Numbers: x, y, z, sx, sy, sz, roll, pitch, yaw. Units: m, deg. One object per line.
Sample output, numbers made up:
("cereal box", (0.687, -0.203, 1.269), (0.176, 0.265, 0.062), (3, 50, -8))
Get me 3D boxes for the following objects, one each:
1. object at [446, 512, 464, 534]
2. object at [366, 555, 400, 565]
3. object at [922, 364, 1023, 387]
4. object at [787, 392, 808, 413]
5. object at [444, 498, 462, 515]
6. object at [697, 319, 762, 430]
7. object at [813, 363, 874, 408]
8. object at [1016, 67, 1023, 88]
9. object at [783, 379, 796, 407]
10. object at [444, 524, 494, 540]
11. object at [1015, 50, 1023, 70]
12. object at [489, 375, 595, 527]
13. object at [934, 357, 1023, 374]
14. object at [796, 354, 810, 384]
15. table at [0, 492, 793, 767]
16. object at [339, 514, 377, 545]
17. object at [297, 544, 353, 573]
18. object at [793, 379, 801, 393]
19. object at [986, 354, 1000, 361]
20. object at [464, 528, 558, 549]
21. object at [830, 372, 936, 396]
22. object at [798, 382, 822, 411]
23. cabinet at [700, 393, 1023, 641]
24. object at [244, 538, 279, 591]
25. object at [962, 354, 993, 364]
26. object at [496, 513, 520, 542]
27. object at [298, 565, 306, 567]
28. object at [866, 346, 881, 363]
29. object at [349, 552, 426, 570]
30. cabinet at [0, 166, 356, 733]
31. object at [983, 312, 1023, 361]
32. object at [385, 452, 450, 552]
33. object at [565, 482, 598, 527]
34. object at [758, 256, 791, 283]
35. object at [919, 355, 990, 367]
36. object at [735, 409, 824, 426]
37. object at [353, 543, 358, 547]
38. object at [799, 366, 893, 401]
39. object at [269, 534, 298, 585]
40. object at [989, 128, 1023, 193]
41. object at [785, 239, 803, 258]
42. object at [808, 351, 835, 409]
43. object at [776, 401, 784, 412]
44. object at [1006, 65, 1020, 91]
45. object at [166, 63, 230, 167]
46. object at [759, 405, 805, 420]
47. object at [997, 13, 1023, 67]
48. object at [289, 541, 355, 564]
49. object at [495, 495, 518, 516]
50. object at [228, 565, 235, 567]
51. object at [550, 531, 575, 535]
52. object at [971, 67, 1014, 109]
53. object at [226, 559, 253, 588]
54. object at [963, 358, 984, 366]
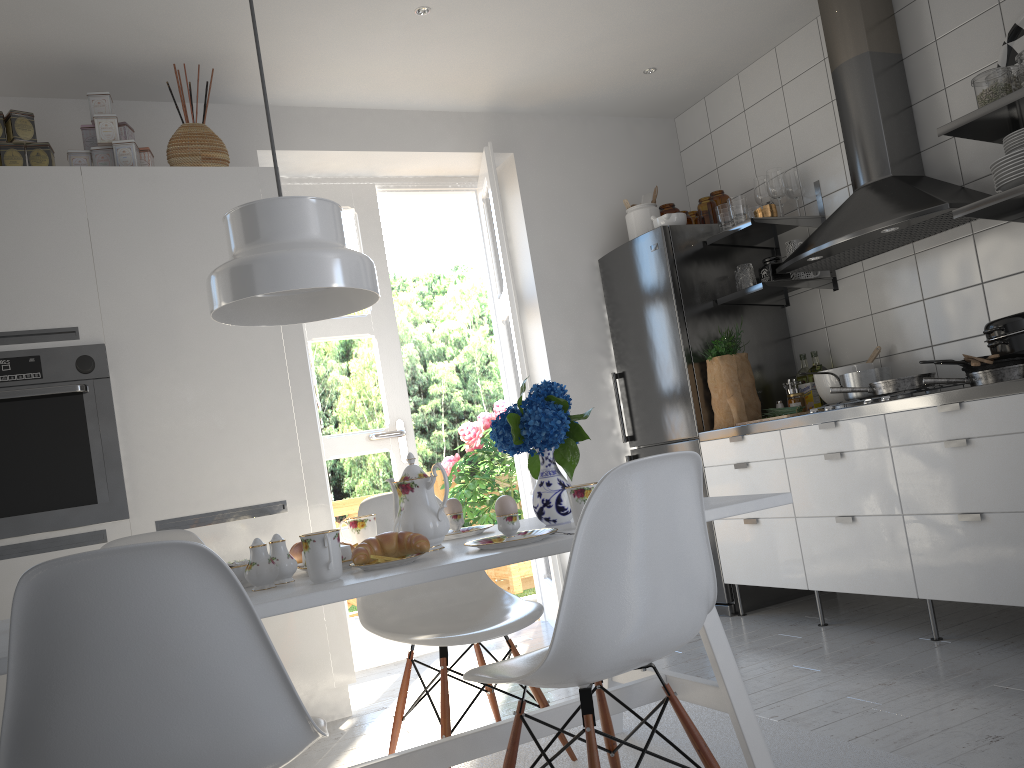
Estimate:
("object", (-0.149, 0.368, 2.333), (0.048, 0.057, 0.048), (-10, -4, 14))
("object", (-0.255, 0.353, 1.781), (0.070, 0.036, 0.109), (-8, -5, -18))
("object", (1.633, -0.027, 3.059), (0.353, 0.060, 0.232), (-14, -7, 42))
("object", (1.281, 0.093, 3.979), (0.078, 0.101, 0.078), (-11, -4, 30))
("object", (-0.155, 0.331, 2.335), (0.048, 0.063, 0.048), (-8, -4, -22))
("object", (0.995, -0.050, 4.029), (0.282, 0.508, 0.174), (-6, -4, -39))
("object", (1.451, 0.018, 3.845), (0.247, 0.175, 0.247), (-10, -5, 14))
("object", (1.663, -0.965, 2.793), (0.121, 0.079, 0.122), (-5, -6, -40))
("object", (1.280, 0.064, 4.050), (0.059, 0.172, 0.059), (-11, -4, 23))
("object", (-0.145, 0.395, 2.332), (0.200, 0.016, 0.202), (-7, -6, -21))
("object", (1.729, -1.012, 2.898), (0.121, 0.170, 0.122), (-9, -4, -7))
("object", (0.081, 0.164, 2.205), (0.235, 0.376, 0.267), (-8, -4, -24))
("object", (1.617, -0.062, 3.033), (0.348, 0.082, 0.243), (-11, -5, 15))
("object", (1.376, -0.001, 4.122), (0.066, 0.282, 0.066), (-7, -4, -31))
("table", (-0.296, 0.728, 1.965), (1.822, 0.659, 0.817), (-7, -5, -26))
("object", (-0.388, 0.390, 2.286), (0.090, 0.095, 0.078), (-7, -4, -28))
("object", (-0.409, 0.368, 1.950), (0.140, 0.083, 0.187), (-7, -5, -26))
("object", (1.320, 0.062, 4.102), (0.059, 0.172, 0.059), (-11, -4, 23))
("object", (1.611, -0.080, 2.995), (0.065, 0.021, 0.336), (-12, -6, 27))
("object", (-0.001, 0.327, 1.856), (0.200, 0.016, 0.202), (-7, -6, -21))
("object", (1.406, 0.006, 3.330), (0.353, 0.060, 0.232), (-14, -7, 42))
("object", (1.361, 0.066, 4.045), (0.043, 0.140, 0.077), (-8, -4, -26))
("cabinet", (1.885, 0.373, 2.670), (0.661, 0.793, 3.253), (-7, -5, -26))
("object", (-0.497, 0.354, 1.751), (0.065, 0.102, 0.069), (-7, -4, -26))
("object", (1.572, -0.085, 2.993), (0.059, 0.060, 0.334), (-11, -5, 21))
("object", (-0.006, 0.301, 1.858), (0.048, 0.057, 0.048), (-10, -4, 14))
("object", (-0.428, 0.385, 1.880), (0.181, 0.001, 0.022), (-13, -7, 38))
("object", (1.491, -0.031, 3.817), (0.222, 0.232, 0.080), (-11, -4, 24))
("object", (-0.253, 0.364, 1.815), (0.157, 0.016, 0.158), (-8, -5, -16))
("cabinet", (-1.448, 0.310, 3.267), (1.375, 2.092, 0.515), (-7, -4, -26))
("object", (1.694, -0.158, 2.983), (0.191, 0.159, 0.197), (-11, -5, 25))
("object", (-0.213, 0.270, 2.039), (0.140, 0.230, 0.149), (-9, -4, -8))
("object", (0.169, 0.270, 1.967), (0.090, 0.095, 0.078), (-7, -5, -33))
("object", (1.175, -0.509, 3.977), (0.100, 0.122, 0.100), (-8, -4, -16))
("object", (1.620, -0.078, 3.022), (0.355, 0.080, 0.247), (-8, -5, -18))
("object", (1.139, 0.144, 3.770), (0.220, 0.012, 0.332), (-7, -6, -26))
("object", (-0.429, 0.416, 2.159), (0.070, 0.036, 0.109), (-11, -5, 22))
("object", (1.375, -0.007, 3.633), (0.348, 0.153, 0.200), (-10, -5, 13))
("object", (-0.476, 0.357, 1.815), (0.065, 0.102, 0.069), (-7, -4, -26))
("object", (1.732, -0.735, 2.892), (0.300, 0.194, 0.307), (-7, -5, -22))
("object", (1.307, -0.610, 4.083), (0.083, 0.100, 0.108), (-10, -4, 8))
("object", (1.406, -0.012, 4.046), (0.082, 0.281, 0.090), (-8, -4, -26))
("object", (1.231, 0.118, 4.063), (0.046, 0.084, 0.046), (-12, -5, 41))
("object", (1.709, -0.994, 3.056), (0.121, 0.170, 0.122), (-9, -4, -7))
("object", (-1.204, -0.983, 3.350), (0.229, 0.451, 0.091), (-8, -4, -26))
("object", (1.131, 0.121, 3.774), (0.141, 0.053, 0.277), (-8, -5, -11))
("object", (1.848, -1.131, 3.033), (0.053, 0.392, 0.397), (-8, -4, -26))
("object", (-0.469, 0.399, 2.125), (0.161, 0.057, 0.124), (-12, -6, 28))
("object", (-0.012, 0.264, 1.860), (0.048, 0.063, 0.048), (-8, -4, -22))
("object", (-0.564, 0.376, 1.823), (0.031, 0.032, 0.138), (-11, -5, 18))
("object", (0.096, 0.318, 1.901), (0.032, 0.011, 0.140), (-7, -6, -23))
("object", (1.600, -0.967, 2.940), (0.121, 0.130, 0.122), (-6, -5, -40))
("object", (-0.579, 0.402, 1.877), (0.158, 0.058, 0.159), (-6, -6, -36))
("object", (1.558, -0.075, 2.999), (0.064, 0.044, 0.334), (-12, -6, 30))
